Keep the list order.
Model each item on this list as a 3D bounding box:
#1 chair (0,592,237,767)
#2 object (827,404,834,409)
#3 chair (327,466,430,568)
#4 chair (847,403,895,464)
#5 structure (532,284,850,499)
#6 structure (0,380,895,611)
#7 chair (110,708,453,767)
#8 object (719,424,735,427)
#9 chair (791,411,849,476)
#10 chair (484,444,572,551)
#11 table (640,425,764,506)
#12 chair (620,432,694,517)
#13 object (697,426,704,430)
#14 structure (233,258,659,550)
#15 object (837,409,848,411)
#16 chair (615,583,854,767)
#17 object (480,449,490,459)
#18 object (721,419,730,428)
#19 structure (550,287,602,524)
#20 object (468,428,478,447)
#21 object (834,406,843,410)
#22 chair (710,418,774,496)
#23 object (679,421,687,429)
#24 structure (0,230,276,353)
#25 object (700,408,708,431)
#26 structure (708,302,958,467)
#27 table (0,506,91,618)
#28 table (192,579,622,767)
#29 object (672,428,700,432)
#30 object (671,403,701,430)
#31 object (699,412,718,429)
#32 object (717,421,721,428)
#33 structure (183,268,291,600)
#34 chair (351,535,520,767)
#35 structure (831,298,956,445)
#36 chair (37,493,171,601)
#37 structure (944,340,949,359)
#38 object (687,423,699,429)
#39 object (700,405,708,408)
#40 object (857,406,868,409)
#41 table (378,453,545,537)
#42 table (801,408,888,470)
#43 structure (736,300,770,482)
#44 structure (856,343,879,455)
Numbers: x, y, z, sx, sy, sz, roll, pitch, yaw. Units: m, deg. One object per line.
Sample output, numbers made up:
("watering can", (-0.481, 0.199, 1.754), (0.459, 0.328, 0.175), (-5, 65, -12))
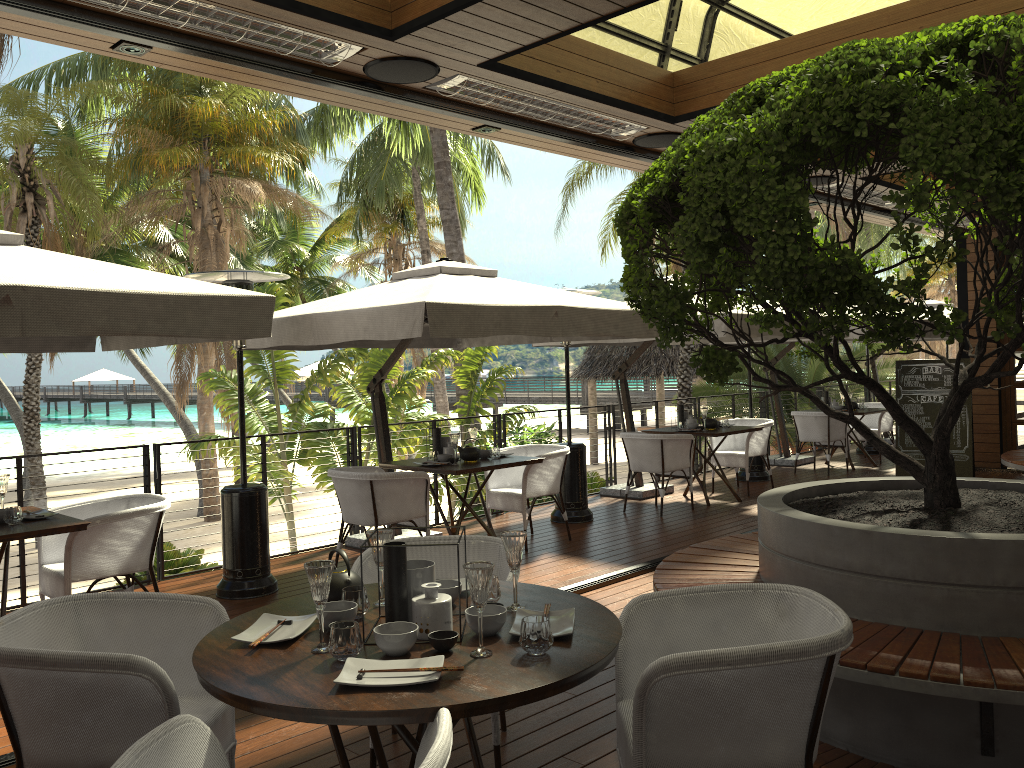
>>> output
("chair", (-1.194, 1.070, 2.629), (0.617, 0.788, 0.627), (-2, 1, 1))
("object", (4.158, 0.306, 11.595), (0.086, 0.086, 0.086), (-2, 1, -40))
("chair", (-0.959, 0.982, 6.311), (0.617, 0.788, 0.627), (-2, 1, -44))
("chair", (4.983, 0.666, 12.245), (0.617, 0.788, 0.627), (-2, 1, -44))
("structure", (1.894, 0.057, 9.317), (2.413, 2.332, 2.414), (-1, 1, 45))
("structure", (-1.938, 0.976, 7.015), (0.163, 1.153, 26.277), (-2, 1, 45))
("chair", (-0.423, 1.066, 1.705), (0.627, 0.788, 0.617), (-2, 1, 1))
("object", (2.233, 0.443, 9.533), (0.294, 0.025, 0.170), (-1, 2, 45))
("chair", (3.870, 0.724, 11.162), (0.617, 0.788, 0.627), (-2, 1, -44))
("chair", (0.154, 0.923, 7.394), (0.617, 0.788, 0.627), (-2, 1, -44))
("table", (2.007, 0.842, 9.298), (0.931, 0.749, 0.932), (-1, 1, 45))
("chair", (1.409, 0.855, 8.690), (0.617, 0.788, 0.627), (-2, 1, -44))
("object", (1.938, 0.454, 9.069), (0.080, 0.042, 0.080), (-2, 1, 6))
("structure", (-0.488, 0.184, 6.925), (2.413, 2.332, 2.414), (-1, 1, 45))
("object", (4.175, 0.341, 11.388), (0.294, 0.025, 0.170), (-1, 2, 45))
("chair", (0.619, 1.016, 2.491), (0.617, 0.788, 0.627), (-2, 1, 1))
("object", (-0.221, 0.555, 7.001), (0.116, 0.065, 0.116), (-1, 1, 43))
("object", (2.245, 0.416, 9.322), (0.086, 0.086, 0.086), (-2, 1, -40))
("structure", (0.531, 0.185, 8.364), (0.699, 2.192, 0.699), (-2, 0, 33))
("object", (-0.310, 0.470, 7.148), (0.082, 0.227, 0.082), (-2, 0, -44))
("object", (4.251, 0.316, 11.533), (0.116, 0.065, 0.116), (-3, 1, -41))
("chair", (2.563, 0.795, 9.815), (0.617, 0.788, 0.627), (-2, 1, -44))
("object", (1.775, 0.433, 9.201), (0.086, 0.086, 0.086), (-2, 1, -40))
("structure", (-2.870, 0.311, 4.532), (2.413, 2.332, 2.414), (-1, 1, 45))
("object", (1.951, 0.359, 8.990), (0.082, 0.227, 0.082), (-2, 0, 34))
("structure", (4.275, -0.070, 11.710), (2.413, 2.332, 2.414), (-1, 1, 45))
("table", (-2.775, 1.097, 4.493), (0.931, 0.749, 0.932), (-1, 1, 45))
("table", (-0.266, 1.062, 2.488), (1.166, 0.749, 1.166), (-3, 1, -40))
("object", (1.791, 0.468, 8.993), (0.294, 0.025, 0.170), (-1, 2, 45))
("object", (1.842, 0.339, 9.410), (0.263, 0.264, 0.263), (-2, 1, 0))
("object", (2.055, 0.378, 9.196), (0.168, 0.179, 0.163), (-2, 1, -43))
("object", (2.155, 0.428, 9.388), (0.116, 0.065, 0.116), (-1, 1, 43))
("structure", (-1.824, 0.310, 5.998), (0.699, 2.192, 0.699), (-2, 0, 33))
("chair", (-0.271, 1.025, 3.362), (0.627, 0.788, 0.617), (-2, 1, 1))
("structure", (6.657, -0.197, 14.103), (2.413, 2.332, 2.414), (-1, 1, 45))
("chair", (-2.256, 1.051, 4.973), (0.617, 0.788, 0.627), (-2, 1, -44))
("structure", (7.609, -0.192, 15.475), (0.699, 2.192, 0.699), (-2, 0, 33))
("object", (1.867, 0.443, 9.138), (0.116, 0.065, 0.116), (-1, 1, 43))
("object", (2.066, 0.344, 9.535), (0.082, 0.227, 0.082), (-2, 0, -44))
("object", (4.616, 0.316, 11.928), (0.294, 0.025, 0.170), (-1, 2, 45))
("table", (-0.381, 0.969, 6.898), (0.931, 0.749, 0.932), (-1, 1, 45))
("table", (4.396, 0.714, 11.697), (0.931, 0.749, 0.932), (-1, 1, 45))
("structure", (2.880, 0.060, 10.724), (0.699, 2.192, 0.699), (-2, 0, 33))
("structure", (5.277, -0.068, 13.132), (0.699, 2.192, 0.699), (-2, 0, 33))
